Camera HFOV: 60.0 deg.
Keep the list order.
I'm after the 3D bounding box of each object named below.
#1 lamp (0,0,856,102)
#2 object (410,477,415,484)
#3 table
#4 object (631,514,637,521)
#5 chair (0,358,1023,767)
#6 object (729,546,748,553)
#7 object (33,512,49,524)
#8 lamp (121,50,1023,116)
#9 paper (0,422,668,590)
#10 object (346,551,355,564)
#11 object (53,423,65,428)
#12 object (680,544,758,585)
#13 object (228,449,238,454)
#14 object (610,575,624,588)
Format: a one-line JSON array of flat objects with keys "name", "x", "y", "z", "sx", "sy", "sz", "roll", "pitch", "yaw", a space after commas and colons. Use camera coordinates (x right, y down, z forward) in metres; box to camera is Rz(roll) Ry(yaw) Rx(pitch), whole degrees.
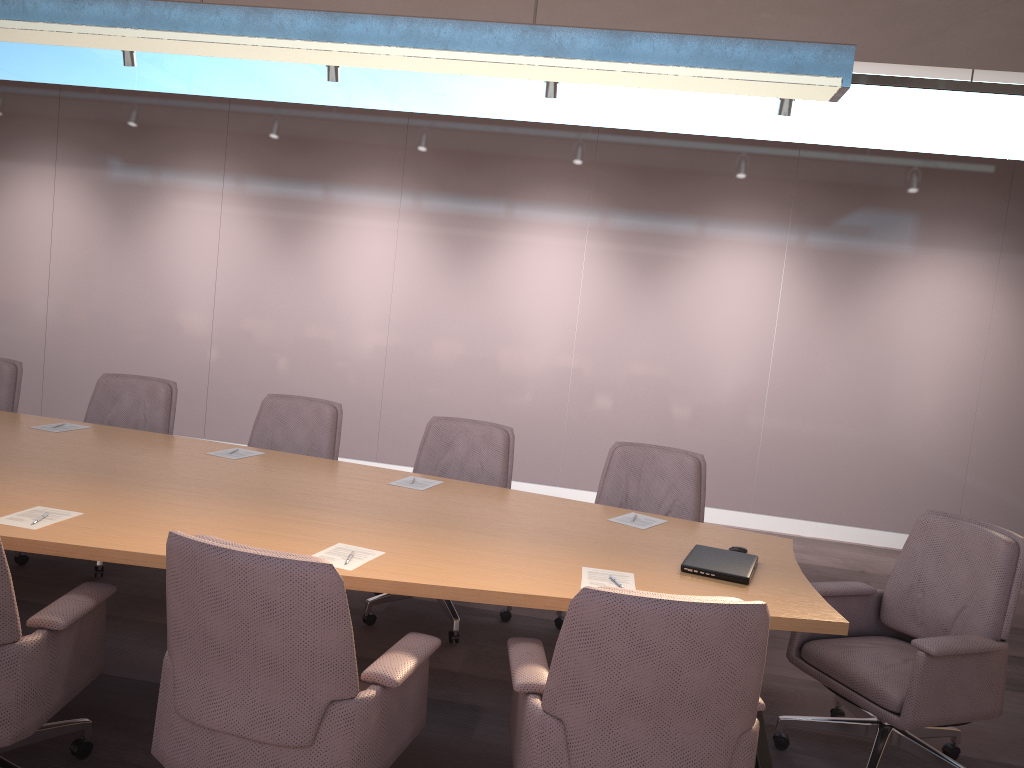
[{"name": "lamp", "x": -2.213, "y": -2.308, "z": 3.377, "sx": 6.974, "sy": 1.864, "sz": 0.200, "roll": 7, "pitch": 5, "yaw": 8}, {"name": "object", "x": -0.441, "y": 0.429, "z": 3.952, "sx": 0.009, "sy": 0.009, "sz": 0.125, "roll": 6, "pitch": 5, "yaw": 1}, {"name": "table", "x": -2.898, "y": 0.571, "z": 3.709, "sx": 8.000, "sy": 0.748, "sz": 1.885, "roll": 7, "pitch": 5, "yaw": 8}, {"name": "object", "x": 0.509, "y": 0.555, "z": 3.691, "sx": 0.009, "sy": 0.009, "sz": 0.125, "roll": 8, "pitch": 5, "yaw": 16}, {"name": "chair", "x": -2.990, "y": 0.457, "z": 3.722, "sx": 9.673, "sy": 0.948, "sz": 3.001, "roll": 7, "pitch": 5, "yaw": 9}, {"name": "object", "x": 0.849, "y": 0.620, "z": 3.327, "sx": 0.070, "sy": 0.019, "sz": 0.039, "roll": 6, "pitch": 5, "yaw": 2}, {"name": "object", "x": -1.484, "y": 0.423, "z": 2.791, "sx": 0.009, "sy": 0.009, "sz": 0.125, "roll": 5, "pitch": 5, "yaw": -9}, {"name": "lamp", "x": -2.292, "y": -2.585, "z": 3.327, "sx": 12.467, "sy": 1.321, "sz": 5.699, "roll": 7, "pitch": 5, "yaw": 8}, {"name": "paper", "x": -2.767, "y": 0.210, "z": 3.669, "sx": 6.800, "sy": 0.001, "sz": 1.713, "roll": 7, "pitch": 5, "yaw": 8}, {"name": "object", "x": -0.499, "y": 0.534, "z": 2.729, "sx": 0.009, "sy": 0.009, "sz": 0.125, "roll": 6, "pitch": 5, "yaw": -1}, {"name": "object", "x": -2.219, "y": 0.201, "z": 4.347, "sx": 0.009, "sy": 0.009, "sz": 0.125, "roll": 6, "pitch": 5, "yaw": -2}, {"name": "object", "x": 0.728, "y": 0.625, "z": 3.096, "sx": 0.231, "sy": 0.026, "sz": 0.325, "roll": 8, "pitch": 6, "yaw": 20}, {"name": "object", "x": -1.308, "y": 0.315, "z": 4.174, "sx": 0.009, "sy": 0.009, "sz": 0.125, "roll": 6, "pitch": 5, "yaw": 2}, {"name": "object", "x": 0.329, "y": 0.619, "z": 2.772, "sx": 0.009, "sy": 0.009, "sz": 0.125, "roll": 5, "pitch": 5, "yaw": -13}]
